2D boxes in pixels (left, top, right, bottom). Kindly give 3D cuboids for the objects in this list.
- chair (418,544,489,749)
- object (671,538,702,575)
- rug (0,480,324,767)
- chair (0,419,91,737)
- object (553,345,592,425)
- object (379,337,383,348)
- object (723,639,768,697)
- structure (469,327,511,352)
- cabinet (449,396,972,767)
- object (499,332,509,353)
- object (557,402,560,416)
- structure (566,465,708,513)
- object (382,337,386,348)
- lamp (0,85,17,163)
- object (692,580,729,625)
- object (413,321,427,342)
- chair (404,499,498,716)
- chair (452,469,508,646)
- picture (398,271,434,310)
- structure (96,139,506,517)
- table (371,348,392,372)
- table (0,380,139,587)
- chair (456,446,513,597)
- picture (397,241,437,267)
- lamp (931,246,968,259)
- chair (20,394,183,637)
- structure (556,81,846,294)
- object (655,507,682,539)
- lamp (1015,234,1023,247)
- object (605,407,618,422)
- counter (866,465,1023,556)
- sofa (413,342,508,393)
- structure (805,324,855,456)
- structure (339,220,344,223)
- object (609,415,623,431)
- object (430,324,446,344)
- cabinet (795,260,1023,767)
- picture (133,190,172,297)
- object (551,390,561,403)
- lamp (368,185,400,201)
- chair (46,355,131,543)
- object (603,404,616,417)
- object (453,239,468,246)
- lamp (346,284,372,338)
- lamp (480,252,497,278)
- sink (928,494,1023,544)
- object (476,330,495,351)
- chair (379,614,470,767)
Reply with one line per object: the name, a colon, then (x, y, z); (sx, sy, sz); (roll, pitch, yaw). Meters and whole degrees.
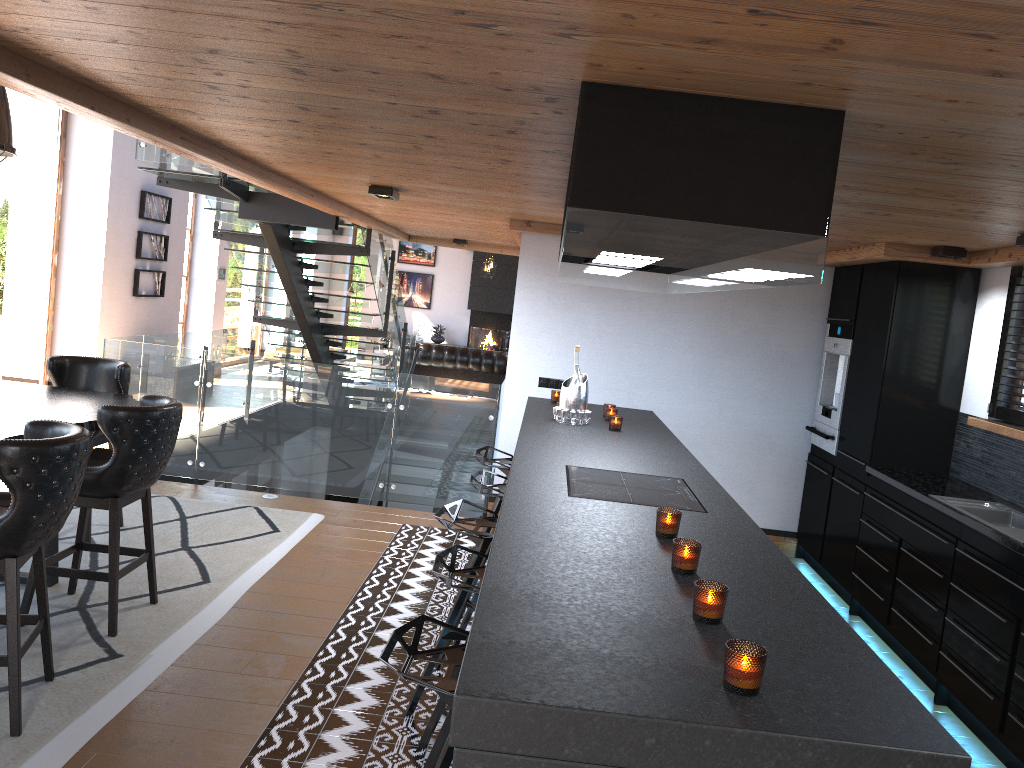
chair: (-0.090, 1.056, 3.192); (0.469, 0.838, 0.539); (6, 5, -2)
object: (0.471, 0.468, 2.404); (0.080, 0.081, 0.078); (2, 7, -44)
rug: (-2.768, 1.098, 3.922); (2.550, 0.047, 5.642); (7, 6, 2)
chair: (-1.936, 0.700, 3.334); (0.571, 1.090, 0.502); (5, 5, -15)
object: (0.369, 0.000, 5.152); (0.226, 0.452, 0.225); (7, 5, 1)
object: (-2.378, -0.808, 16.181); (0.087, 0.286, 0.088); (8, 5, 14)
object: (0.438, 0.536, 1.673); (0.080, 0.081, 0.078); (2, 7, -43)
structure: (-0.490, -0.999, 20.272); (0.982, 0.514, 0.184); (7, 5, 1)
cabinet: (0.387, 0.906, 3.946); (0.888, 1.102, 4.810); (7, 6, 2)
object: (-0.156, -0.670, 19.915); (0.311, 1.016, 0.304); (2, 6, -43)
object: (0.309, 0.154, 5.423); (0.080, 0.081, 0.078); (3, 6, -34)
structure: (0.466, 0.412, 3.476); (0.504, 0.017, 0.611); (7, 6, 1)
object: (-2.316, -0.794, 16.115); (0.086, 0.286, 0.089); (11, 6, 41)
lamp: (-2.271, -3.234, 3.691); (0.629, 4.678, 0.615); (2, 6, -44)
object: (0.454, 0.502, 2.038); (0.080, 0.081, 0.078); (2, 7, -43)
object: (-2.130, -1.229, 20.335); (0.262, 0.531, 0.423); (4, 6, -30)
chair: (-0.139, 0.980, 3.903); (0.468, 0.838, 0.541); (7, 5, 7)
chair: (-0.033, 0.916, 4.684); (0.469, 0.838, 0.539); (6, 5, -2)
picture: (-2.296, -2.181, 20.604); (0.879, 0.815, 0.036); (7, 5, 1)
structure: (-4.408, 0.032, 8.908); (9.207, 6.389, 11.046); (7, 5, 1)
table: (-2.342, -0.361, 16.227); (0.405, 0.608, 0.418); (7, 5, 1)
table: (-2.791, 0.671, 3.564); (1.429, 0.948, 3.804); (7, 6, 2)
chair: (-0.042, 0.841, 5.438); (0.469, 0.838, 0.540); (7, 5, 1)
picture: (-2.184, -3.165, 20.524); (0.879, 0.815, 0.036); (7, 5, 1)
lamp: (2.617, -0.794, 5.308); (0.155, 0.068, 0.153); (7, 5, 1)
chair: (-1.942, 0.605, 4.294); (0.568, 1.090, 0.505); (7, 5, 0)
structure: (0.586, -0.697, 4.003); (0.710, 0.475, 3.256); (7, 6, 2)
object: (0.487, 0.434, 2.769); (0.080, 0.081, 0.078); (2, 7, -44)
lamp: (2.573, -0.702, 4.322); (0.155, 0.068, 0.153); (7, 5, 1)
object: (0.606, 0.188, 5.424); (0.080, 0.081, 0.078); (3, 6, -34)
counter: (2.477, 0.690, 4.407); (0.531, 0.040, 2.572); (7, 6, 2)
sofa: (-0.832, -0.249, 15.685); (2.566, 0.837, 1.241); (7, 5, 0)
structure: (2.439, 0.032, 6.622); (0.255, 0.944, 0.598); (7, 5, 2)
structure: (-4.002, -3.604, 20.448); (0.213, 0.349, 0.214); (7, 5, 1)
object: (0.589, 0.223, 5.042); (0.080, 0.081, 0.078); (3, 6, -34)
object: (-1.698, -1.158, 20.397); (0.338, 0.454, 0.337); (9, 6, 27)
cabinet: (2.472, 0.523, 3.744); (0.543, 2.377, 6.442); (7, 5, 2)
picture: (-4.601, -1.772, 11.361); (0.059, 1.310, 0.775); (7, 5, 2)
object: (0.304, 0.087, 6.093); (0.078, 0.081, 0.080); (10, 6, 36)
lamp: (-0.814, -1.226, 5.655); (0.155, 0.068, 0.261); (7, 6, 2)
chair: (-2.718, 0.393, 5.545); (0.504, 1.090, 0.569); (7, 5, 0)
object: (0.615, 0.170, 5.613); (0.080, 0.081, 0.078); (3, 6, -34)
object: (-0.602, -1.664, 10.383); (0.155, 0.068, 0.261); (7, 6, 2)
lamp: (-3.433, -1.459, 19.534); (0.523, 1.896, 1.334); (8, 5, 22)
lamp: (-0.375, -3.214, 17.596); (0.262, 2.199, 0.801); (6, 5, -7)
sink: (2.479, 0.546, 4.313); (0.462, 0.420, 0.964); (7, 5, 2)
object: (-0.467, -0.699, 17.181); (0.404, 0.807, 0.623); (8, 5, 13)
chair: (-0.152, 1.124, 2.419); (0.469, 0.838, 0.540); (7, 5, 2)
